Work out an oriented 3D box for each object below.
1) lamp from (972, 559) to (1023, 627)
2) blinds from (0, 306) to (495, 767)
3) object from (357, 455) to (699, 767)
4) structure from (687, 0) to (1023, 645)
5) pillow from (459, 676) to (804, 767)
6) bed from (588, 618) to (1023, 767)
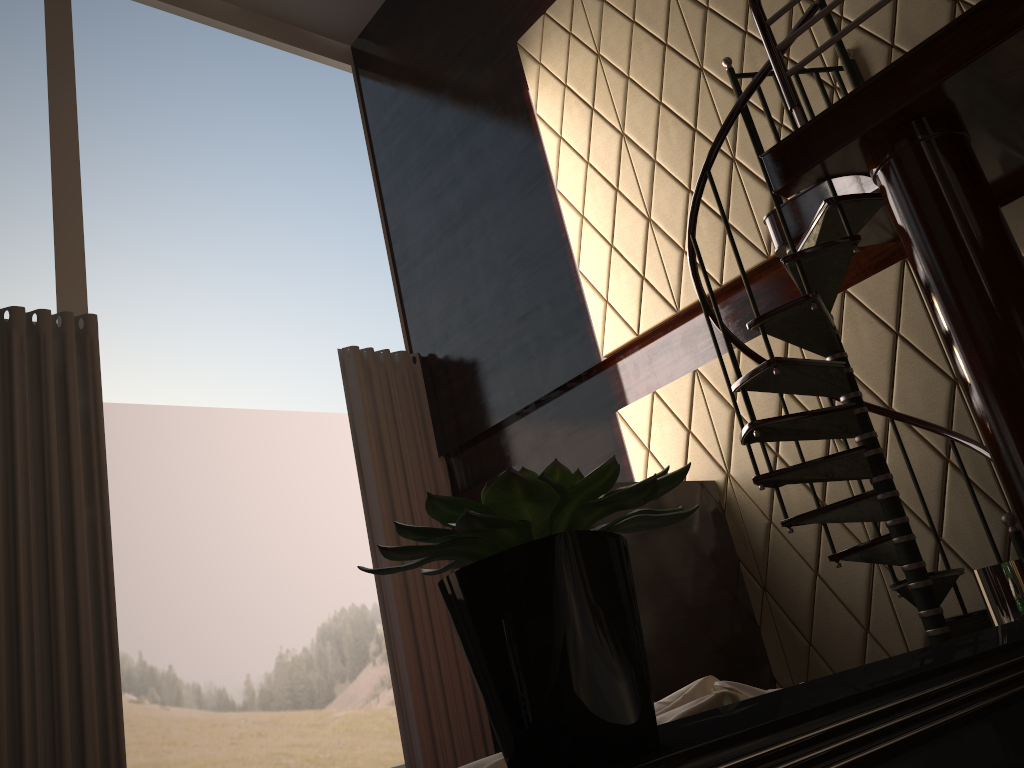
[{"bbox_3d":[0.996,0.532,1.679,0.106,0.385,0.109,1,-24,-34],"label":"lamp"},{"bbox_3d":[-1.988,1.174,4.792,4.683,3.403,0.108,5,-26,-41],"label":"blinds"},{"bbox_3d":[0.033,0.169,0.652,0.241,0.205,0.256,-23,-22,26],"label":"object"},{"bbox_3d":[0.376,-0.711,0.948,6.107,3.189,3.750,5,-26,-41],"label":"structure"},{"bbox_3d":[0.125,0.649,1.306,1.322,0.320,0.685,4,-26,-39],"label":"pillow"},{"bbox_3d":[-0.143,1.023,1.596,1.985,0.660,2.381,5,-26,-41],"label":"bed"}]
